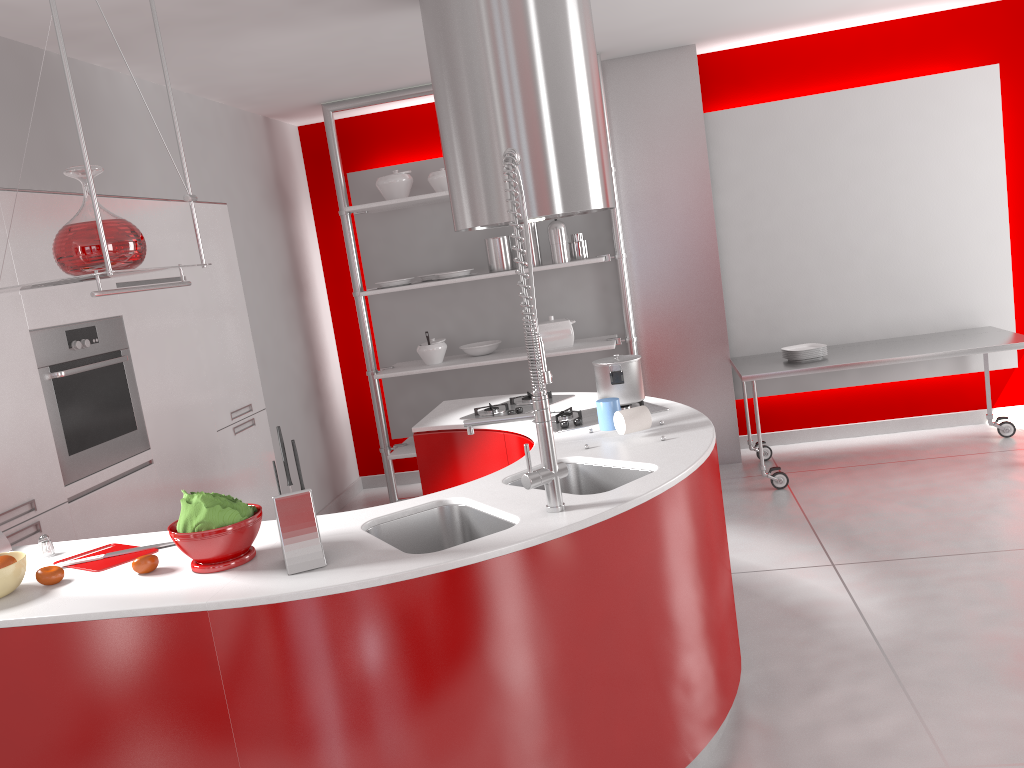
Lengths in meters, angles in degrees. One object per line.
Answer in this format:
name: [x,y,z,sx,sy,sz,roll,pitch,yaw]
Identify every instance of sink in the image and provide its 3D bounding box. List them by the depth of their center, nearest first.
sink: [-0.177,0.465,2.321,0.326,0.172,0.428,-13,10,-29]
sink: [0.209,0.366,2.600,0.326,0.172,0.428,-16,11,-41]

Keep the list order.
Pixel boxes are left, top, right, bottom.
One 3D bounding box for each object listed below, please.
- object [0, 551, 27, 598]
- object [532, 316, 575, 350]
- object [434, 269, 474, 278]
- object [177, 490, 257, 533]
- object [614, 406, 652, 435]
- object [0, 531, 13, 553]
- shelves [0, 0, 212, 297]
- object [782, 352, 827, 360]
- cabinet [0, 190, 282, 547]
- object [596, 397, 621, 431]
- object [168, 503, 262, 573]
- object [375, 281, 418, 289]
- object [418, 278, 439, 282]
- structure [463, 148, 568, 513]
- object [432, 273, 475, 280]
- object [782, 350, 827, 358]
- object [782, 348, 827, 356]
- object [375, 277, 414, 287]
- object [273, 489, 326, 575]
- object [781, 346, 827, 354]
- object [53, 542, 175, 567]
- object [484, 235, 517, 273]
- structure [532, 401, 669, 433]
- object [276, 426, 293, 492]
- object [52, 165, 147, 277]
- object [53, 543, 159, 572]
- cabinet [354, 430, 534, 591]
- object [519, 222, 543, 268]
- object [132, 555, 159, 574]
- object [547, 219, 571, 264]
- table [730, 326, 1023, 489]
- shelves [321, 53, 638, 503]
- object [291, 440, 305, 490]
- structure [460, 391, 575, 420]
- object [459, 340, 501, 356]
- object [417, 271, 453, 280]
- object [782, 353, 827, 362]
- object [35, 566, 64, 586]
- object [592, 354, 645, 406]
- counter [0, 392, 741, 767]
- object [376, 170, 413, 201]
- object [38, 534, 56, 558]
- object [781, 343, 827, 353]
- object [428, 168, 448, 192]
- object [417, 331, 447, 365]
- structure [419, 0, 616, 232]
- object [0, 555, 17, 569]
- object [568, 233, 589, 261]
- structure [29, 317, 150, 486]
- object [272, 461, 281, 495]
object: [-1.328,0.499,2.234,0.201,0.086,0.201,-7,9,11]
object: [0.253,-0.323,5.474,0.282,0.197,0.235,-8,8,0]
object: [-0.348,-0.662,5.386,0.244,0.042,0.244,-9,8,-6]
object: [-0.733,0.339,2.225,0.198,0.182,0.193,-6,9,15]
object: [0.392,0.118,2.935,0.100,0.080,0.109,-12,9,-20]
object: [-1.662,0.467,2.436,0.300,0.170,0.400,-7,9,10]
shelves: [-1.362,-0.681,2.168,0.934,1.023,0.462,-7,9,10]
object: [1.700,-0.165,5.154,0.228,0.020,0.228,-10,9,-8]
cabinet: [-1.908,0.231,3.961,0.614,2.026,2.398,-7,9,10]
object: [0.329,0.102,3.048,0.080,0.100,0.109,-11,9,-17]
object: [-0.736,0.393,2.234,0.229,0.118,0.228,-11,9,-19]
object: [-0.717,-0.605,5.465,0.280,0.015,0.280,-16,12,-43]
object: [-0.479,-0.668,5.646,0.280,0.015,0.280,-16,12,-43]
structure: [0.013,-0.132,2.256,0.308,0.920,0.178,-15,11,-36]
object: [-0.346,-0.649,5.388,0.280,0.015,0.280,-2,11,39]
object: [1.699,-0.175,5.153,0.228,0.020,0.228,-10,9,-8]
object: [1.698,-0.185,5.151,0.228,0.020,0.228,-10,9,-8]
object: [-0.719,-0.619,5.463,0.244,0.042,0.244,-9,8,-6]
object: [-0.513,0.342,2.125,0.091,0.178,0.137,-11,9,-17]
object: [1.696,-0.195,5.150,0.228,0.020,0.228,-10,9,-8]
object: [-1.062,0.460,2.445,0.375,0.008,0.041,-10,9,-13]
object: [-0.076,-0.789,5.394,0.184,0.205,0.172,-6,9,15]
structure: [0.330,0.104,3.381,0.457,0.037,0.303,-11,9,-15]
object: [-0.532,0.265,2.140,0.014,0.322,0.150,-11,9,-19]
object: [-1.029,-0.398,2.186,0.213,0.266,0.213,-2,11,37]
object: [-1.117,0.476,2.438,0.266,0.006,0.168,-2,10,36]
cabinet: [-0.664,0.754,2.935,1.875,0.761,1.025,-14,10,-35]
object: [0.107,-0.866,5.309,0.109,0.329,0.110,-7,9,7]
object: [-0.929,0.455,2.248,0.064,0.048,0.063,-10,9,-12]
object: [0.274,-0.852,5.236,0.115,0.274,0.115,-8,8,2]
table: [2.163,0.132,5.180,1.627,0.682,0.749,-7,9,11]
shelves: [-0.140,-0.554,5.501,1.735,2.599,0.535,-7,9,10]
object: [-0.501,0.276,2.142,0.012,0.279,0.130,-11,9,-19]
structure: [0.026,0.083,3.820,0.303,0.037,0.457,-1,11,39]
object: [-0.197,-0.220,5.652,0.272,0.072,0.272,-13,9,-26]
object: [-0.481,-0.681,5.644,0.244,0.042,0.244,-8,8,1]
object: [1.702,-0.155,5.156,0.228,0.020,0.228,-10,9,-8]
object: [-1.182,0.491,2.271,0.065,0.047,0.063,-7,9,9]
object: [0.409,-0.022,3.387,0.189,0.185,0.218,-13,10,-28]
counter: [-0.401,0.760,2.854,1.868,0.880,2.865,-1,12,43]
object: [-0.717,-1.213,5.438,0.231,0.191,0.231,-15,11,-39]
object: [-1.336,0.462,2.539,0.043,0.066,0.042,-5,9,23]
object: [1.695,-0.205,5.148,0.228,0.020,0.228,-10,9,-8]
object: [-0.414,-1.232,5.391,0.192,0.153,0.192,-5,9,23]
object: [-0.502,-0.232,5.544,0.192,0.214,0.192,-9,8,-4]
structure: [0.023,-1.112,3.444,0.644,0.958,0.644,-12,9,-24]
object: [-1.289,0.460,2.246,0.066,0.049,0.062,-6,9,17]
object: [0.400,-0.837,5.412,0.127,0.157,0.127,-5,9,20]
structure: [-1.672,0.044,3.586,0.050,0.589,0.599,-7,9,10]
object: [-0.552,0.284,2.126,0.009,0.197,0.091,-11,9,-19]
